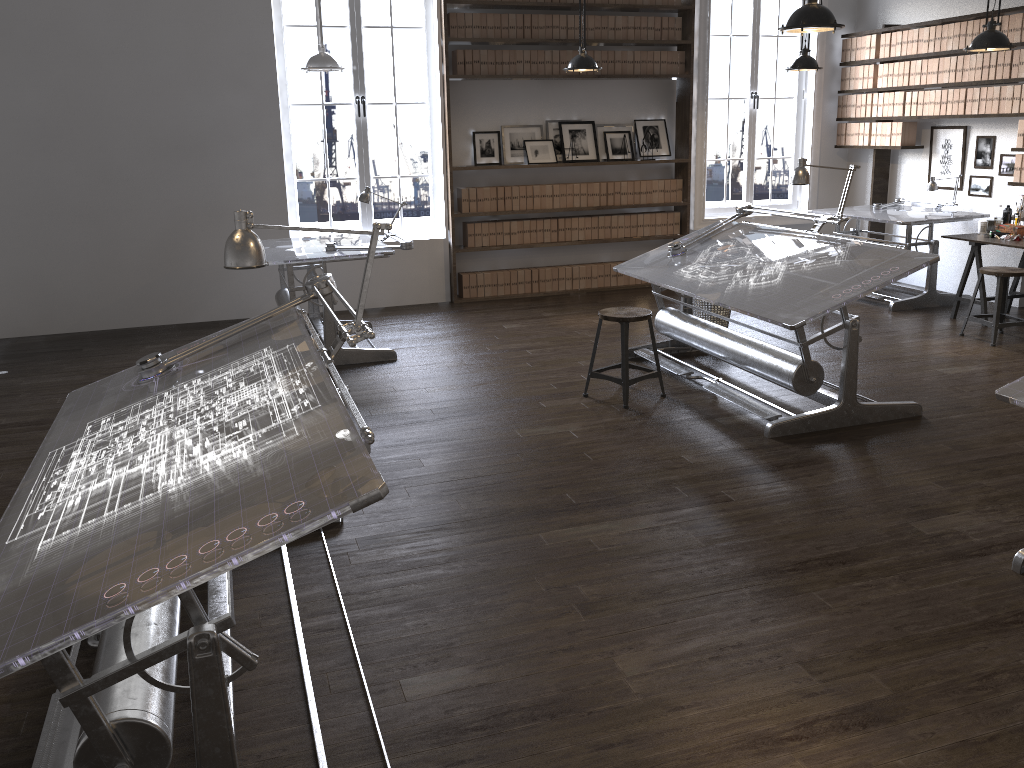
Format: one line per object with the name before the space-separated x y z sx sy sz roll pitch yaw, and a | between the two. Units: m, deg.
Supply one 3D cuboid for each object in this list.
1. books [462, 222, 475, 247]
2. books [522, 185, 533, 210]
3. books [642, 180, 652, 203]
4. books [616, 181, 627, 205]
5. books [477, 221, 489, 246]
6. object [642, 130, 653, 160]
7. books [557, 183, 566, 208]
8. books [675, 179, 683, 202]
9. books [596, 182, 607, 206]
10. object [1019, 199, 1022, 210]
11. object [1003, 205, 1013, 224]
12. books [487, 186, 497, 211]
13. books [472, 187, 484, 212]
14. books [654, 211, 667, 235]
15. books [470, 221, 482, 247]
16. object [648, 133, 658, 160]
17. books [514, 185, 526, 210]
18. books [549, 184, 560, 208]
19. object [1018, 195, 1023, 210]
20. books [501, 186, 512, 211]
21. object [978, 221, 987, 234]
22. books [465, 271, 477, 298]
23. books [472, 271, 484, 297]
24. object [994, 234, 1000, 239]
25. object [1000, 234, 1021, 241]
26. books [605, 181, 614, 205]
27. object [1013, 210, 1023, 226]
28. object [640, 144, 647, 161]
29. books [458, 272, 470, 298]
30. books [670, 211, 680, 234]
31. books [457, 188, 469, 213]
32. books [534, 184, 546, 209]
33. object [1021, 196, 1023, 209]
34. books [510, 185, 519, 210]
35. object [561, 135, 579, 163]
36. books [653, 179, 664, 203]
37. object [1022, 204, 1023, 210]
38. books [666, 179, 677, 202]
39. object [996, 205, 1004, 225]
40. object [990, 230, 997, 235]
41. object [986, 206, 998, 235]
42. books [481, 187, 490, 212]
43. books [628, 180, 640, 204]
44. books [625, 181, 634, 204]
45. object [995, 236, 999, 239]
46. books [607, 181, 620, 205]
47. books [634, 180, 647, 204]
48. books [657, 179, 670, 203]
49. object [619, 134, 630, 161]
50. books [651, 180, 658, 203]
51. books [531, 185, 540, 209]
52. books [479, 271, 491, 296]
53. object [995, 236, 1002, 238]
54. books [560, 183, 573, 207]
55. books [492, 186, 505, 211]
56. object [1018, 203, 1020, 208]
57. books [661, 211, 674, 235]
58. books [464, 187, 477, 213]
books | -0.412 -1.415 8.377 0.067 0.223 0.176 -6 15 -17
books | 0.142 -1.790 8.489 0.067 0.223 0.176 -6 15 -17
books | 1.337 -1.926 8.870 0.067 0.223 0.176 -6 15 -17
books | 1.076 -1.895 8.784 0.067 0.223 0.176 -6 15 -17
books | -0.276 -1.431 8.425 0.067 0.223 0.176 -6 15 -17
object | 1.329 -2.341 8.672 0.118 0.300 0.040 -6 14 -18
books | 0.464 -1.826 8.592 0.067 0.223 0.176 -6 15 -17
books | 1.656 -1.960 8.967 0.067 0.223 0.176 -6 15 -17
books | 0.866 -1.872 8.721 0.067 0.223 0.176 -6 15 -17
object | 4.003 -1.356 6.990 0.007 0.211 0.055 3 14 16
object | 4.027 -1.340 7.207 0.068 0.227 0.070 -6 15 -20
books | -0.202 -1.751 8.380 0.067 0.223 0.176 -6 15 -17
books | -0.322 -1.735 8.335 0.067 0.223 0.176 -6 15 -17
books | 1.507 -1.635 8.998 0.067 0.223 0.176 -6 15 -17
books | -0.344 -1.422 8.399 0.067 0.223 0.176 -6 15 -17
object | 1.387 -2.335 8.724 0.111 0.259 0.040 -6 14 -18
books | 0.075 -1.782 8.468 0.067 0.223 0.176 -6 15 -17
books | 0.399 -1.818 8.567 0.067 0.223 0.176 -6 15 -17
object | 4.167 -1.445 7.191 0.108 0.175 0.108 -5 15 -16
books | -0.060 -1.767 8.425 0.067 0.223 0.176 -6 15 -17
object | 3.846 -1.280 7.234 0.068 0.103 0.069 -5 15 -13
books | -0.395 -0.954 8.496 0.067 0.223 0.176 -6 15 -17
books | -0.327 -0.960 8.513 0.067 0.223 0.176 -6 15 -17
object | 3.826 -1.162 6.976 0.011 0.017 0.173 2 16 13
object | 3.869 -1.145 6.875 0.132 0.050 0.199 2 16 11
books | 0.938 -1.879 8.739 0.067 0.223 0.176 -6 15 -17
object | 4.149 -1.325 6.999 0.345 0.144 0.078 0 14 4
object | 1.285 -2.259 8.637 0.066 0.164 0.040 -6 14 -18
books | -0.462 -0.947 8.476 0.067 0.223 0.176 -6 15 -17
books | 1.643 -1.649 9.037 0.067 0.223 0.176 -6 15 -17
books | -0.460 -1.721 8.294 0.067 0.223 0.176 -6 15 -17
books | 0.270 -1.804 8.529 0.067 0.223 0.176 -6 15 -17
object | 4.023 -1.367 7.000 0.021 0.225 0.007 -3 13 -6
books | 0.009 -1.774 8.443 0.067 0.223 0.176 -6 15 -17
object | 0.549 -2.226 8.405 0.175 0.257 0.040 -6 14 -18
books | 1.461 -1.939 8.906 0.067 0.223 0.176 -6 15 -17
object | 4.018 -1.351 6.992 0.006 0.190 0.056 -6 14 -18
books | 1.592 -1.955 8.954 0.067 0.223 0.176 -6 15 -17
object | 3.947 -1.334 7.180 0.068 0.234 0.070 -6 15 -20
object | 3.872 -1.214 7.126 0.049 0.037 0.049 -7 16 -21
object | 3.880 -1.323 7.160 0.068 0.227 0.070 -6 15 -20
books | -0.263 -1.743 8.358 0.067 0.223 0.176 -6 15 -17
books | 1.209 -1.911 8.831 0.067 0.223 0.176 -6 15 -17
books | 1.142 -1.904 8.809 0.067 0.223 0.176 -6 15 -17
object | 3.826 -1.158 6.991 0.005 0.005 0.159 3 17 15
books | 1.007 -1.889 8.767 0.067 0.223 0.176 -6 15 -17
books | 1.275 -1.917 8.846 0.067 0.223 0.176 -6 15 -17
books | 1.526 -1.947 8.931 0.067 0.223 0.176 -6 15 -17
object | 1.093 -2.290 8.593 0.124 0.257 0.040 -6 14 -18
books | 1.397 -1.932 8.888 0.067 0.223 0.176 -6 15 -17
books | 0.208 -1.796 8.504 0.067 0.223 0.176 -6 15 -17
books | -0.259 -0.969 8.537 0.067 0.223 0.176 -6 15 -17
object | 3.822 -1.157 6.971 0.157 0.006 0.006 -14 19 -37
books | 0.530 -1.834 8.615 0.067 0.223 0.176 -6 15 -17
books | -0.130 -1.758 8.397 0.067 0.223 0.176 -6 15 -17
object | 4.001 -1.347 7.014 0.022 0.178 0.006 0 13 5
books | 1.575 -1.643 9.019 0.067 0.223 0.176 -6 15 -17
books | -0.390 -1.728 8.313 0.067 0.223 0.176 -6 15 -17
